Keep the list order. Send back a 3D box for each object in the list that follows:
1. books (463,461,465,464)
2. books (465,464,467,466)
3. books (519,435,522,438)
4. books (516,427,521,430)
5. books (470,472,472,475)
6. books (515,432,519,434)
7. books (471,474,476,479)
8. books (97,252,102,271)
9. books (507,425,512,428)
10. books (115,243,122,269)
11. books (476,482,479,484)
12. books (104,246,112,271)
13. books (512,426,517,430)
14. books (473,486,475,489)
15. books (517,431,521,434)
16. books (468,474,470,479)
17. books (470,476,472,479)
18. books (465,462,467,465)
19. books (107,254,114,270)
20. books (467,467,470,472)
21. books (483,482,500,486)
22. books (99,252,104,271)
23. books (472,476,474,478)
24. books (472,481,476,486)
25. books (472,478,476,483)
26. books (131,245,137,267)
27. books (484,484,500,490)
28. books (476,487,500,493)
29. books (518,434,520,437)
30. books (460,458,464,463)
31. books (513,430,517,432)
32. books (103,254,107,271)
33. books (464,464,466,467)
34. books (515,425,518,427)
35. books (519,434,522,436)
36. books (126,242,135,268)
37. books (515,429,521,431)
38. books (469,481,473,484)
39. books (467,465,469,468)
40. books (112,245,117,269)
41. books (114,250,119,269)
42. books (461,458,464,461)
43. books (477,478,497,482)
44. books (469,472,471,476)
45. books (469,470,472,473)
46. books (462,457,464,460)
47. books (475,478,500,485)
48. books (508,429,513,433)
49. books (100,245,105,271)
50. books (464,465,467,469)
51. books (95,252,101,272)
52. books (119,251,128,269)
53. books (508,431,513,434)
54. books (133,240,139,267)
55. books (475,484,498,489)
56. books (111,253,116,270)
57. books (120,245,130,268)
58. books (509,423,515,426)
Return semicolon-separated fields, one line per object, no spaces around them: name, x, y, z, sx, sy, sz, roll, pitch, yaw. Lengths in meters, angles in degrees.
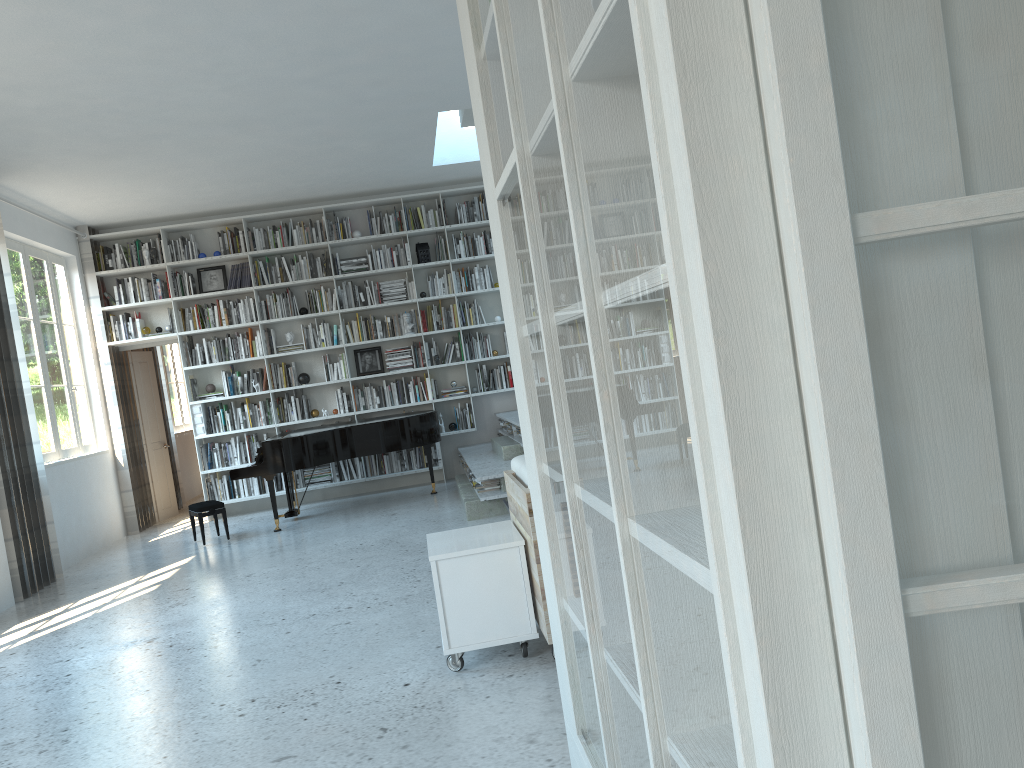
books;-0.388;0.763;8.810;0.182;0.016;0.198;-9;1;-1
books;-0.372;0.796;8.813;0.159;0.011;0.246;-9;1;-10
books;0.154;0.472;8.211;0.154;0.007;0.292;-9;1;-3
books;0.136;0.395;8.208;0.168;0.013;0.281;-9;1;-9
books;-0.275;0.792;7.892;0.180;0.017;0.182;-9;1;-9
books;0.116;0.452;8.514;0.167;0.024;0.192;-9;1;-5
books;-0.224;0.745;7.288;0.192;0.014;0.256;-9;1;-10
books;-4.325;-1.270;9.362;0.023;0.228;0.129;-9;2;-6
books;0.054;0.413;8.946;0.179;0.017;0.293;-9;1;-5
books;-4.126;-1.329;9.370;0.028;0.283;0.189;-9;2;-6
books;-0.226;0.831;7.596;0.170;0.006;0.268;-9;1;-6
books;-4.242;-1.304;9.349;0.025;0.269;0.177;-9;2;-6
books;0.104;0.412;8.512;0.174;0.029;0.250;-9;1;-8
books;-0.241;0.860;7.595;0.191;0.016;0.208;-9;1;-1
books;0.143;0.428;8.209;0.177;0.026;0.230;-9;1;-6
books;-0.310;0.839;8.197;0.189;0.009;0.290;-9;1;-3
books;-0.274;0.823;7.893;0.189;0.013;0.215;-9;1;-8
books;-0.351;0.752;8.502;0.179;0.012;0.249;-9;1;-9
books;-4.209;-1.267;9.355;0.028;0.186;0.182;-9;2;-6
books;-0.340;0.808;8.505;0.182;0.013;0.287;-9;1;-5
books;-0.180;0.807;7.294;0.137;0.019;0.224;-9;1;-5
books;-4.301;-1.271;9.355;0.023;0.223;0.151;-9;2;-6
books;-0.243;0.785;7.593;0.168;0.013;0.281;-9;1;-11
books;-0.240;0.840;7.594;0.191;0.006;0.275;-9;1;-4
books;-0.241;0.809;7.594;0.191;0.015;0.246;-9;1;-5
books;-3.984;-1.338;9.405;0.030;0.257;0.130;-9;2;-6
books;-0.171;0.840;7.296;0.132;0.014;0.205;-9;1;-6
books;-0.198;0.860;7.293;0.184;0.017;0.230;-9;1;-4
books;0.129;0.483;8.516;0.132;0.016;0.262;-9;1;-1
books;-0.454;0.798;9.427;0.191;0.028;0.212;-9;1;-2
books;0.102;0.435;8.512;0.178;0.015;0.187;-9;1;-1
books;-4.261;-1.263;9.353;0.024;0.195;0.167;-9;2;-6
books;-0.403;0.819;9.123;0.172;0.014;0.221;-9;1;-5
books;0.118;0.365;8.205;0.189;0.022;0.237;-9;1;-1
books;0.175;0.447;7.934;0.184;0.014;0.297;-9;1;-7
books;-4.018;-1.345;9.382;0.039;0.283;0.181;-9;2;-6
books;0.136;0.411;8.208;0.187;0.009;0.250;-9;1;-6
books;-0.274;0.863;7.894;0.193;0.005;0.225;-9;1;-10
books;-0.312;0.757;8.195;0.170;0.014;0.281;-9;1;-9
books;-4.168;-1.321;9.367;0.010;0.281;0.160;-9;2;-6
books;-4.149;-1.297;9.379;0.024;0.227;0.157;-9;2;-6
books;-0.418;0.767;9.121;0.180;0.015;0.294;-9;1;-8
books;-0.207;0.767;7.290;0.165;0.015;0.243;-9;1;-2
books;-0.303;0.820;8.198;0.177;0.011;0.220;-9;1;-4
books;-0.304;0.802;8.197;0.160;0.025;0.244;-9;1;-11
books;-0.398;0.727;8.809;0.193;0.005;0.225;-9;1;-10
books;-0.203;0.788;7.291;0.156;0.027;0.287;-9;1;-11
books;0.061;0.463;8.947;0.177;0.014;0.247;-9;1;-8
books;-4.286;-1.305;9.347;0.014;0.286;0.175;-9;2;-6
books;-0.407;0.841;9.124;0.177;0.026;0.230;-9;1;-3
books;-4.341;-1.263;9.339;0.014;0.219;0.188;-9;2;-6
books;-4.091;-1.295;9.366;0.030;0.206;0.175;-9;2;-6
books;0.056;0.476;8.947;0.182;0.011;0.253;-9;1;-2
books;-3.964;-1.364;9.393;0.014;0.304;0.145;-9;2;-6
books;-0.209;0.830;7.291;0.187;0.017;0.205;-9;1;-1
books;-4.184;-1.276;9.383;0.031;0.196;0.145;-9;2;-6
books;-4.062;-1.328;9.362;0.057;0.263;0.190;-9;2;-6
books;0.085;0.376;8.509;0.192;0.014;0.256;-9;1;-10
